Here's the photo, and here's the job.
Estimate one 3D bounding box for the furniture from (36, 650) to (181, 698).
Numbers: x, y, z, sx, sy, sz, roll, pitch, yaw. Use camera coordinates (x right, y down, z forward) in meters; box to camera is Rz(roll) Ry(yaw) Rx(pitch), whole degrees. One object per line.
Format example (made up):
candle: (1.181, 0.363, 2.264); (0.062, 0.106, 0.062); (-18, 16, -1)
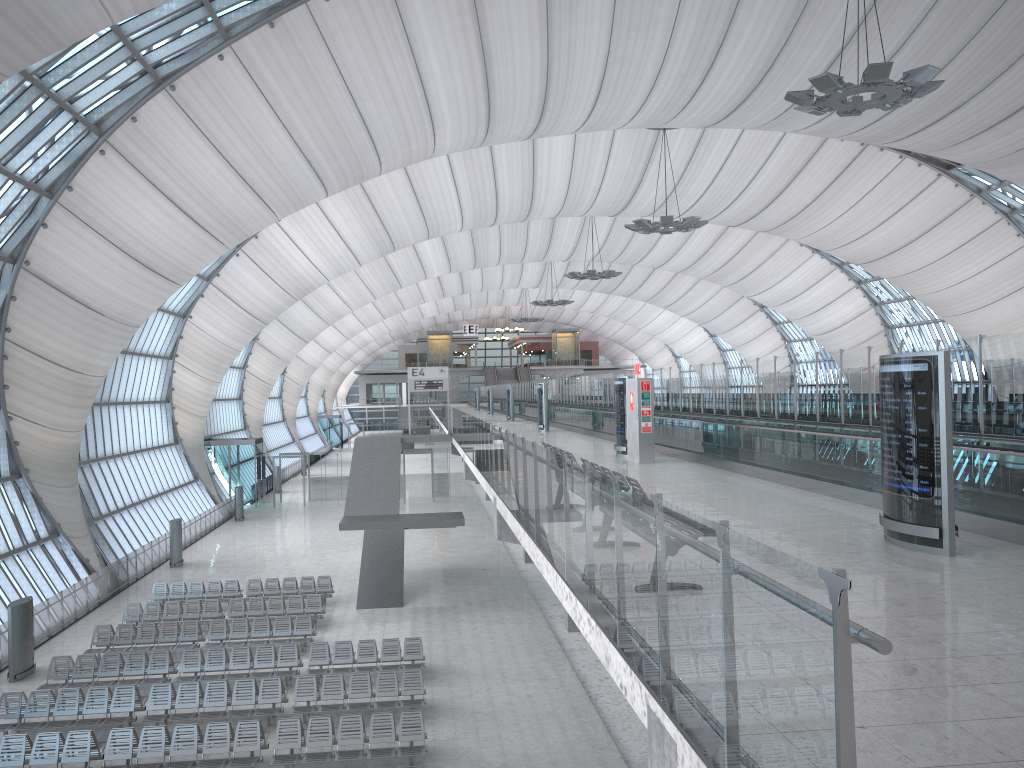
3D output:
furniture: (-9.030, 6.536, 20.000); (2.705, 0.913, 1.572); (-1, 0, -6)

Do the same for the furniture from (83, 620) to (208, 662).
furniture: (-9.310, 6.562, 22.656); (2.705, 0.913, 1.572); (-1, 0, -6)

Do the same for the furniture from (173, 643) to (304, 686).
furniture: (-6.201, 6.472, 20.299); (2.705, 0.913, 1.572); (-1, 0, -6)

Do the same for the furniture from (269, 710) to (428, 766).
furniture: (-2.869, 6.360, 15.821); (2.705, 0.913, 1.572); (-1, 0, -6)

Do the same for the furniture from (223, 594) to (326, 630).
furniture: (-6.727, 6.521, 25.291); (2.705, 0.913, 1.572); (-1, 0, -6)

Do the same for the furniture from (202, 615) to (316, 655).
furniture: (-6.481, 6.498, 22.955); (2.705, 0.913, 1.572); (-1, 0, -6)

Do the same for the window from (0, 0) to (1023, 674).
window: (3.715, -2.735, 79.525); (50.537, 20.004, 167.818); (-1, 0, -6)

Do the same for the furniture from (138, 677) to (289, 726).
furniture: (-5.950, 6.448, 17.911); (2.705, 0.913, 1.572); (-1, 0, -6)

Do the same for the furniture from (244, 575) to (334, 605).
furniture: (-7.003, 6.548, 27.917); (2.705, 0.913, 1.572); (-1, 0, -6)

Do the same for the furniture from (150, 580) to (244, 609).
furniture: (-9.833, 6.611, 27.619); (2.705, 0.913, 1.572); (-1, 0, -6)

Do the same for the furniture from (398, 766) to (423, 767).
furniture: (-2.618, 6.336, 13.434); (2.705, 0.913, 1.572); (-1, 0, -6)

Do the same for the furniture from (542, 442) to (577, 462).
furniture: (0.894, 1.226, 11.043); (0.713, 0.902, 2.520); (-1, 0, -6)

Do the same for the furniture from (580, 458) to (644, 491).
furniture: (1.192, 1.196, 8.036); (0.713, 0.902, 2.520); (-1, 0, -6)

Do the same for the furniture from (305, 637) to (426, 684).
furniture: (-3.372, 6.408, 20.597); (2.705, 0.913, 1.572); (-1, 0, -6)

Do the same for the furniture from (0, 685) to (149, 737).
furniture: (-8.779, 6.512, 17.612); (2.705, 0.913, 1.572); (-1, 0, -6)

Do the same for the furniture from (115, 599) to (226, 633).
furniture: (-9.556, 6.585, 24.992); (2.705, 0.913, 1.572); (-1, 0, -6)

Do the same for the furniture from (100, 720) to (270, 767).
furniture: (-5.699, 6.424, 15.523); (2.705, 0.913, 1.572); (-1, 0, -6)

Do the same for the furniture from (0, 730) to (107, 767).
furniture: (-8.528, 6.488, 15.225); (2.705, 0.913, 1.572); (-1, 0, -6)

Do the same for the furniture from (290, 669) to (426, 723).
furniture: (-3.121, 6.384, 18.209); (2.705, 0.913, 1.572); (-1, 0, -6)
